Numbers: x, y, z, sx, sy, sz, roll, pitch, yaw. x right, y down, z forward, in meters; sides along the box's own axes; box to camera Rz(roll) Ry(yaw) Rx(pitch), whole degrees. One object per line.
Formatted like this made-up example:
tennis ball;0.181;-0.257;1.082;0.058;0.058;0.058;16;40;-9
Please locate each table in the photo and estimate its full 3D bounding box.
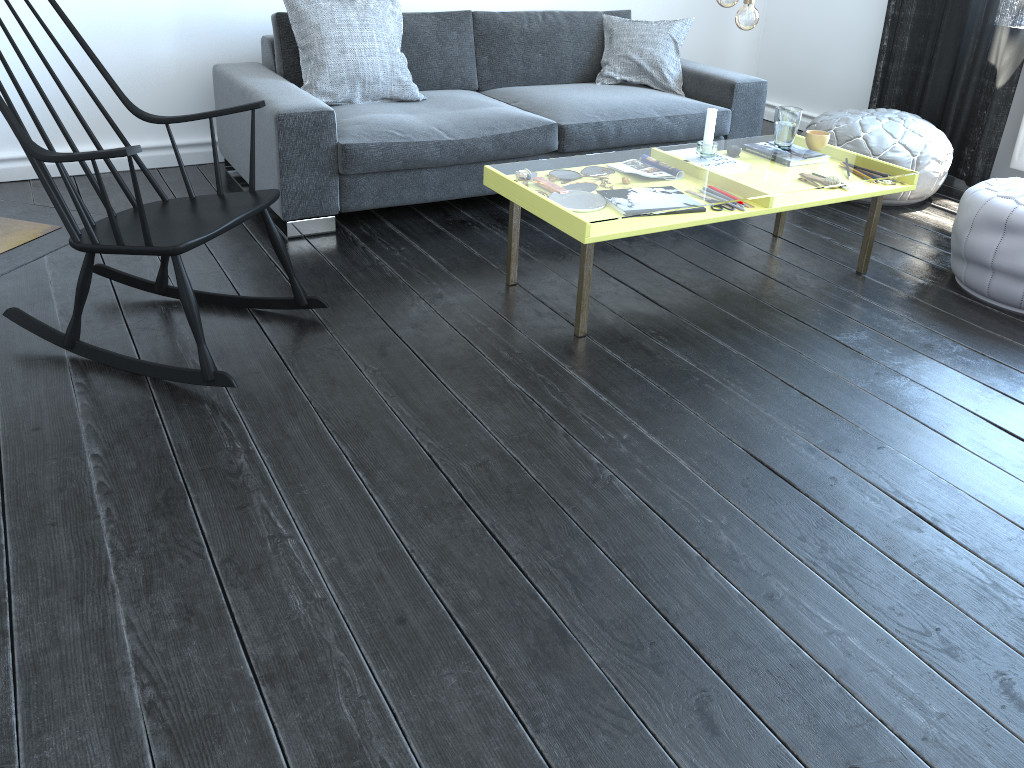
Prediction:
table;0.654;-0.552;3.054;1.414;0.382;0.622;-13;31;-28

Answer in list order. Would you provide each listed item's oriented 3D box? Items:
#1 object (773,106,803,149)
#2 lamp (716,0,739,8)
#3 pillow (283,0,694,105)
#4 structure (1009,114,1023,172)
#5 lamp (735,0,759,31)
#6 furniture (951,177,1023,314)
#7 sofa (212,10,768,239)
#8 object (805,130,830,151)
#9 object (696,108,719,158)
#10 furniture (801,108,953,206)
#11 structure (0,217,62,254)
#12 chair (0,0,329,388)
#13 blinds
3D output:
object;1.022;-0.956;3.288;0.098;0.140;0.101;12;27;18
lamp;0.699;-1.809;2.415;0.087;1.432;0.077;12;25;19
pillow;-0.034;-1.591;4.104;2.069;0.471;0.497;-11;29;-24
structure;2.751;-1.086;3.851;0.074;0.600;1.104;-10;30;-27
lamp;0.777;-1.773;2.501;0.074;1.432;0.093;0;24;-6
furniture;1.889;-0.492;3.104;0.618;0.401;0.635;-16;33;-32
sofa;-0.050;-1.322;4.081;2.396;0.692;1.124;-13;31;-27
object;1.135;-0.904;3.283;0.087;0.064;0.091;2;27;-2
object;0.697;-0.890;3.109;0.074;0.166;0.078;5;25;4
furniture;1.726;-1.111;4.210;0.685;0.366;0.705;-12;31;-27
structure;-2.323;-1.791;2.564;1.275;2.765;0.810;9;25;13
chair;-1.040;-0.597;2.375;0.909;0.962;0.638;9;26;13
blinds;2.187;-2.427;4.045;0.113;2.844;0.833;-11;28;-28
